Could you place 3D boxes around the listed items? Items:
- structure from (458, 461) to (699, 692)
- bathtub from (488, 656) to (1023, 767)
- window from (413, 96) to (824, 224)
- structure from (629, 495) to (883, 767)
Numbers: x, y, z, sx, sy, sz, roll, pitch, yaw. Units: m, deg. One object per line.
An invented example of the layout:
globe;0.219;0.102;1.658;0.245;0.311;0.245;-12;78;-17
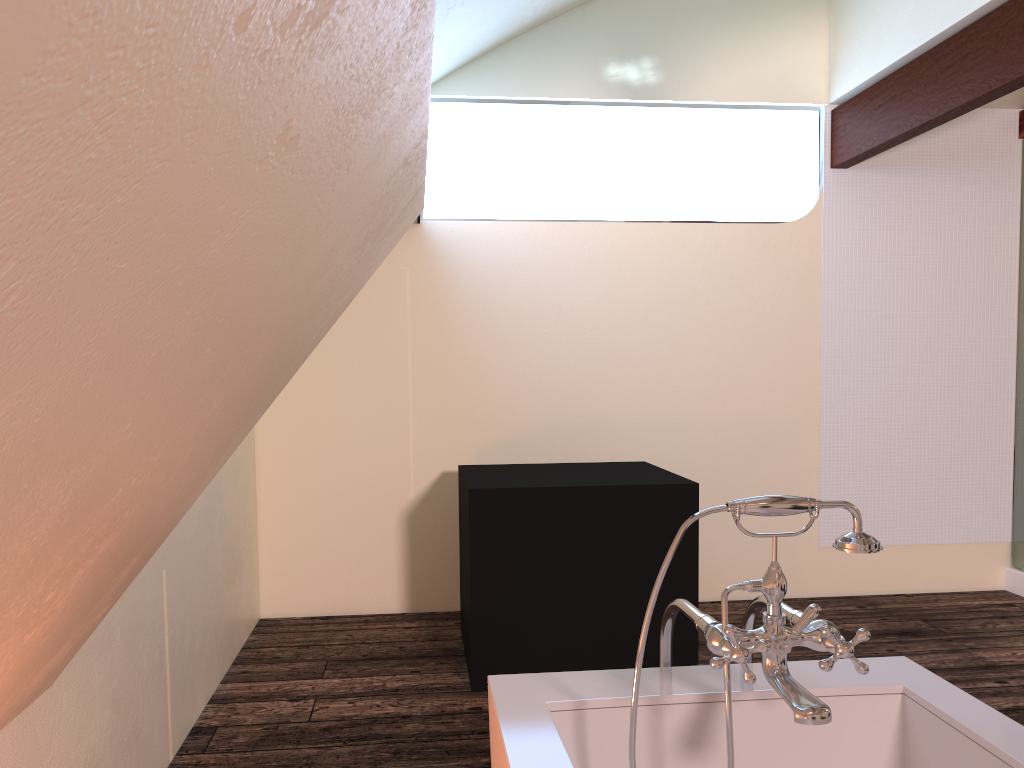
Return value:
structure;0.234;0.844;3.716;0.869;0.862;0.799;-1;2;-6
bathtub;0.476;0.949;0.570;0.798;0.695;2.212;-1;1;-6
window;0.715;-1.174;2.672;2.107;0.677;3.512;-1;1;-6
structure;0.396;0.745;1.508;0.384;1.122;0.552;0;3;8
